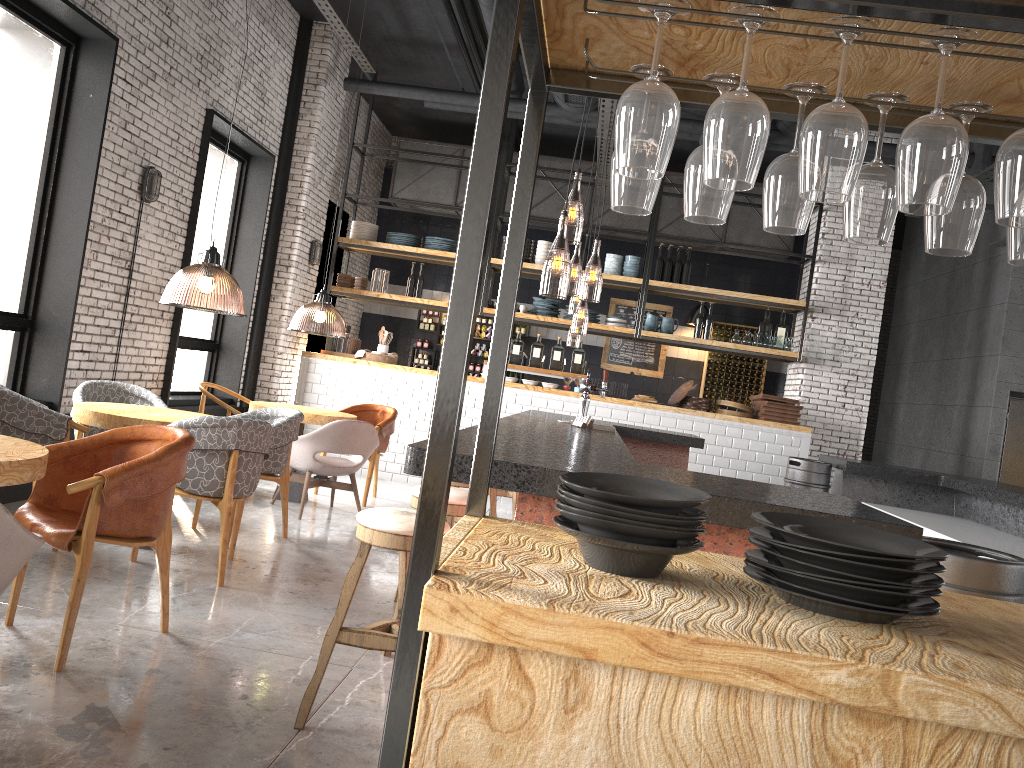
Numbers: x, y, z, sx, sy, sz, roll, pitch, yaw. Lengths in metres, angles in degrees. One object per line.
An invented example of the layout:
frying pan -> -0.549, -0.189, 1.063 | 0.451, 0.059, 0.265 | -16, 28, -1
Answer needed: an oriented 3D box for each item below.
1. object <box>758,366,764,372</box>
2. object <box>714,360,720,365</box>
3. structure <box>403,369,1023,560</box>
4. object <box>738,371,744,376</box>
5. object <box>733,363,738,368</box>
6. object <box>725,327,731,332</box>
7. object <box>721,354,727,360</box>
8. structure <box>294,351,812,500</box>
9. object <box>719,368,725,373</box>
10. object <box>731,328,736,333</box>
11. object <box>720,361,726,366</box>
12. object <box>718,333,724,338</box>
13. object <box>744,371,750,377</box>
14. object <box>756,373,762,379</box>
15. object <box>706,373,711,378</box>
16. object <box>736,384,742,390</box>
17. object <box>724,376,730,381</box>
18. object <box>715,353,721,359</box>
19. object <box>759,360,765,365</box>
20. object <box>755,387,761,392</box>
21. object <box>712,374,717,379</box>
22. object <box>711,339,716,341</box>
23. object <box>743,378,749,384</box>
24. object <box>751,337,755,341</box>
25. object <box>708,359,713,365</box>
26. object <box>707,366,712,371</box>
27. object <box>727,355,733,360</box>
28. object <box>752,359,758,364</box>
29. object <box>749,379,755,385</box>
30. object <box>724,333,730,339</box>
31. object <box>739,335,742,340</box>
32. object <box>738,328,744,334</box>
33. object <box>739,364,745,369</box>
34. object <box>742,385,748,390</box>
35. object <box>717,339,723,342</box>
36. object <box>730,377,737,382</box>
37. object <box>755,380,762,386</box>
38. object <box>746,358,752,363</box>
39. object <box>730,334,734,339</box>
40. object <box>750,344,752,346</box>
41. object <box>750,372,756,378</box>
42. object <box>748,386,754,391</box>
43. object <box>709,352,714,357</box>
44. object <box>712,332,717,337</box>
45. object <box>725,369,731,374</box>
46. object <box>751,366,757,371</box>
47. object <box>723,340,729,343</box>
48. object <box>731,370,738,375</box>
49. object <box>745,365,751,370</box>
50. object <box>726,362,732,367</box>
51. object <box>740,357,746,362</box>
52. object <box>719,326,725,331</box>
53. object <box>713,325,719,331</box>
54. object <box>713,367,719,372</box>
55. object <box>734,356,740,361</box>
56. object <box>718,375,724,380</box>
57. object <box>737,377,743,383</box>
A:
object -> 3.759, -0.226, 13.391 | 0.079, 0.079, 0.283 | 9, 0, 5
object -> 3.106, -0.324, 13.428 | 0.079, 0.079, 0.283 | 9, 0, 5
structure -> 1.996, 0.881, 5.438 | 4.311, 1.534, 5.874 | 9, 0, 5
object -> 3.465, -0.164, 13.415 | 0.079, 0.079, 0.283 | 9, 0, 5
object -> 3.389, -0.282, 13.441 | 0.079, 0.079, 0.283 | 9, 0, 5
object -> 3.280, -0.830, 13.451 | 0.079, 0.079, 0.283 | 9, 0, 5
object -> 3.218, -0.414, 13.460 | 0.079, 0.079, 0.283 | 9, 0, 5
structure -> 0.397, 0.721, 10.703 | 5.801, 1.346, 1.510 | 9, 0, 5
object -> 3.184, -0.206, 13.422 | 0.079, 0.079, 0.283 | 9, 0, 5
object -> 3.375, -0.816, 13.462 | 0.079, 0.079, 0.283 | 9, 0, 5
object -> 3.201, -0.310, 13.443 | 0.079, 0.079, 0.283 | 9, 0, 5
object -> 3.169, -0.740, 13.435 | 0.079, 0.079, 0.283 | 9, 0, 5
object -> 3.556, -0.150, 13.387 | 0.079, 0.079, 0.283 | 9, 0, 5
object -> 3.745, -0.121, 13.409 | 0.079, 0.079, 0.283 | 9, 0, 5
object -> 2.984, -0.130, 13.456 | 0.079, 0.079, 0.283 | 9, 0, 5
object -> 3.435, 0.044, 13.431 | 0.079, 0.079, 0.283 | 9, 0, 5
object -> 3.261, -0.088, 13.407 | 0.079, 0.079, 0.283 | 9, 0, 5
object -> 3.122, -0.428, 13.434 | 0.079, 0.079, 0.283 | 9, 0, 5
object -> 3.774, -0.330, 13.383 | 0.079, 0.079, 0.283 | 9, 0, 5
object -> 3.710, 0.086, 13.366 | 0.079, 0.079, 0.283 | 9, 0, 5
object -> 3.079, -0.116, 13.468 | 0.079, 0.079, 0.283 | 9, 0, 5
object -> 3.064, -0.650, 13.485 | 0.079, 0.079, 0.283 | 9, 0, 5
object -> 3.540, -0.046, 13.381 | 0.079, 0.079, 0.283 | 9, 0, 5
object -> 3.636, -0.670, 13.415 | 0.079, 0.079, 0.283 | 9, 0, 5
object -> 3.015, -0.338, 13.451 | 0.079, 0.079, 0.283 | 9, 0, 5
object -> 3.001, -0.234, 13.474 | 0.079, 0.079, 0.283 | 9, 0, 5
object -> 3.310, -0.400, 13.436 | 0.079, 0.079, 0.283 | 9, 0, 5
object -> 3.683, -0.343, 13.416 | 0.079, 0.079, 0.283 | 9, 0, 5
object -> 3.636, -0.032, 13.412 | 0.079, 0.079, 0.283 | 9, 0, 5
object -> 3.263, -0.726, 13.430 | 0.079, 0.079, 0.283 | 9, 0, 5
object -> 3.452, -0.698, 13.447 | 0.079, 0.079, 0.283 | 9, 0, 5
object -> 3.466, -0.802, 13.434 | 0.079, 0.079, 0.283 | 9, 0, 5
object -> 3.482, -0.268, 13.432 | 0.079, 0.079, 0.283 | 9, 0, 5
object -> 3.526, 0.058, 13.403 | 0.079, 0.079, 0.283 | 9, 0, 5
object -> 3.156, -0.636, 13.456 | 0.079, 0.079, 0.283 | 9, 0, 5
object -> 3.354, -0.074, 13.403 | 0.079, 0.079, 0.283 | 9, 0, 5
object -> 3.728, -0.018, 13.387 | 0.079, 0.079, 0.283 | 9, 0, 5
object -> 3.591, -0.357, 13.429 | 0.079, 0.079, 0.283 | 9, 0, 5
object -> 3.357, -0.712, 13.441 | 0.079, 0.079, 0.283 | 9, 0, 5
object -> 3.622, -0.565, 13.429 | 0.079, 0.079, 0.283 | 9, 0, 5
object -> 3.651, -0.136, 13.398 | 0.079, 0.079, 0.283 | 9, 0, 5
object -> 3.621, 0.072, 13.409 | 0.079, 0.079, 0.283 | 9, 0, 5
object -> 3.031, -0.442, 13.462 | 0.079, 0.079, 0.283 | 9, 0, 5
object -> 3.080, -0.754, 13.482 | 0.079, 0.079, 0.283 | 9, 0, 5
object -> 3.279, -0.192, 13.432 | 0.079, 0.079, 0.283 | 9, 0, 5
object -> 3.668, -0.239, 13.415 | 0.079, 0.079, 0.283 | 9, 0, 5
object -> 3.250, -0.622, 13.463 | 0.079, 0.079, 0.283 | 9, 0, 5
object -> 3.370, -0.178, 13.400 | 0.079, 0.079, 0.283 | 9, 0, 5
object -> 3.573, -0.254, 13.408 | 0.079, 0.079, 0.283 | 9, 0, 5
object -> 3.296, -0.296, 13.454 | 0.079, 0.079, 0.283 | 9, 0, 5
object -> 3.496, -0.372, 13.418 | 0.079, 0.079, 0.283 | 9, 0, 5
object -> 3.188, -0.844, 13.476 | 0.079, 0.079, 0.283 | 9, 0, 5
object -> 3.092, -0.858, 13.449 | 0.079, 0.079, 0.283 | 9, 0, 5
object -> 3.093, -0.220, 13.450 | 0.079, 0.079, 0.283 | 9, 0, 5
object -> 3.401, -0.386, 13.408 | 0.079, 0.079, 0.283 | 9, 0, 5
object -> 3.171, -0.102, 13.454 | 0.079, 0.079, 0.283 | 9, 0, 5
object -> 3.450, -0.060, 13.428 | 0.079, 0.079, 0.283 | 9, 0, 5
